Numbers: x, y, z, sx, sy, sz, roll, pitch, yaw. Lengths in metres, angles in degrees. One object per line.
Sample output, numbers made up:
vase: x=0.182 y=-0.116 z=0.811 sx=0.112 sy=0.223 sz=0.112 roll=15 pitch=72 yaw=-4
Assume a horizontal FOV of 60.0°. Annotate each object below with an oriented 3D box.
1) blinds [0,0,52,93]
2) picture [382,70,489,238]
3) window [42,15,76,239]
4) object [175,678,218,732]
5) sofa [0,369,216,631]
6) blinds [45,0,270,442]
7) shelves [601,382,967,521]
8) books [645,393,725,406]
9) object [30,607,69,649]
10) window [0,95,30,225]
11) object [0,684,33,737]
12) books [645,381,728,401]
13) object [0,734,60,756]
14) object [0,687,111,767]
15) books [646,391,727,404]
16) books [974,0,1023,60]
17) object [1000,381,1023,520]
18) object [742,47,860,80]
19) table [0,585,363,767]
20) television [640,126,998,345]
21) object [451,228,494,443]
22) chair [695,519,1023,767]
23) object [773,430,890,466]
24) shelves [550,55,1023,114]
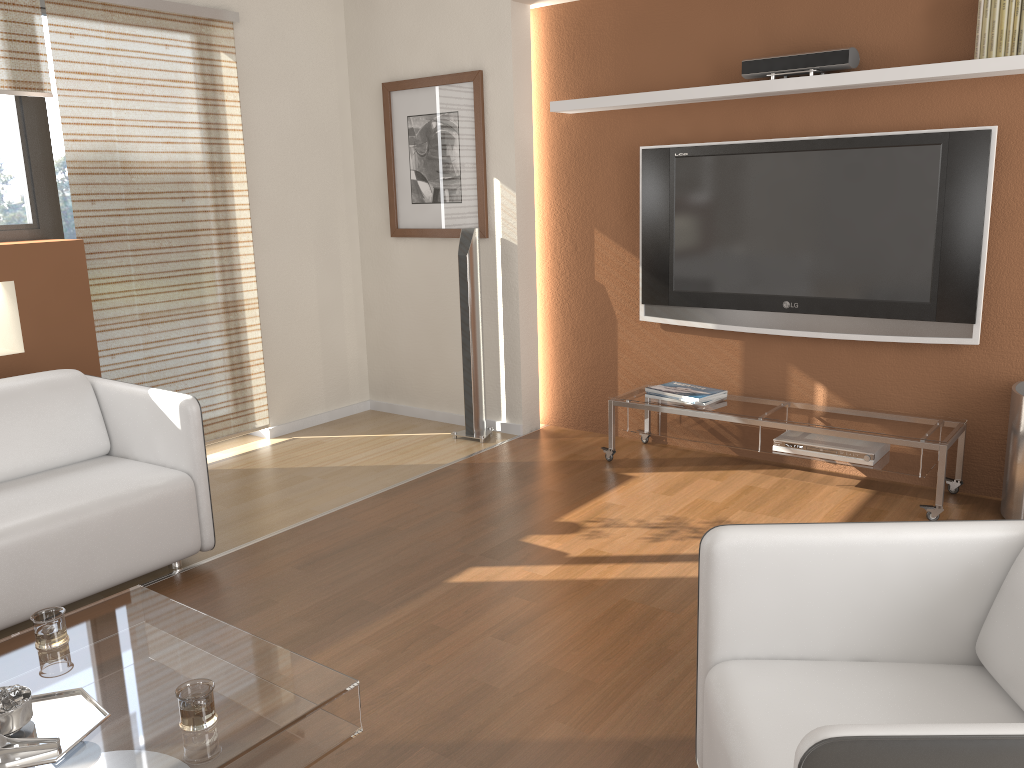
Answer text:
blinds: x=-2.484 y=-1.365 z=3.347 sx=0.001 sy=0.441 sz=1.432 roll=8 pitch=16 yaw=36
picture: x=-0.443 y=-1.277 z=5.030 sx=0.734 sy=0.884 sz=0.025 roll=8 pitch=16 yaw=36
window: x=-1.938 y=-0.763 z=4.655 sx=0.010 sy=2.162 sz=0.889 roll=8 pitch=16 yaw=36
object: x=-0.658 y=0.670 z=1.850 sx=0.079 sy=0.077 sz=0.079 roll=4 pitch=14 yaw=25
sofa: x=-2.166 y=0.486 z=2.718 sx=0.919 sy=0.661 sz=2.238 roll=8 pitch=16 yaw=36
blinds: x=-1.721 y=-0.740 z=4.491 sx=0.001 sy=2.200 sz=0.980 roll=8 pitch=16 yaw=36
shelves: x=1.204 y=0.273 z=4.170 sx=1.617 sy=0.340 sz=0.444 roll=8 pitch=16 yaw=36
books: x=0.857 y=0.056 z=4.371 sx=0.326 sy=0.017 sz=0.228 roll=9 pitch=16 yaw=39
object: x=-1.148 y=0.606 z=2.204 sx=0.079 sy=0.077 sz=0.079 roll=4 pitch=14 yaw=25
window: x=-3.124 y=-0.956 z=3.016 sx=0.010 sy=0.986 sz=2.817 roll=8 pitch=16 yaw=36
object: x=-1.061 y=0.680 z=1.844 sx=0.118 sy=0.079 sz=0.117 roll=10 pitch=17 yaw=43
books: x=0.856 y=0.031 z=4.365 sx=0.228 sy=0.017 sz=0.326 roll=-12 pitch=16 yaw=-40
object: x=-0.982 y=0.717 z=1.769 sx=0.147 sy=0.035 sz=0.051 roll=-4 pitch=13 yaw=-11
object: x=-1.000 y=0.717 z=1.836 sx=0.315 sy=0.011 sz=0.273 roll=10 pitch=17 yaw=43
books: x=0.856 y=0.044 z=4.368 sx=0.228 sy=0.017 sz=0.326 roll=-11 pitch=15 yaw=-35
books: x=1.902 y=-1.393 z=3.414 sx=0.167 sy=0.275 sz=0.195 roll=8 pitch=16 yaw=36
object: x=2.119 y=0.285 z=3.524 sx=0.286 sy=0.518 sz=0.323 roll=8 pitch=15 yaw=36
object: x=1.261 y=-1.395 z=3.898 sx=0.470 sy=0.109 sz=0.182 roll=8 pitch=16 yaw=36
table: x=-0.969 y=0.851 z=1.945 sx=0.900 sy=0.300 sz=0.900 roll=8 pitch=16 yaw=36
television: x=1.314 y=-0.672 z=4.100 sx=1.594 sy=0.900 sz=0.097 roll=8 pitch=16 yaw=36
object: x=-0.216 y=-0.270 z=4.910 sx=0.228 sy=1.165 sz=0.215 roll=6 pitch=15 yaw=31
chair: x=0.853 y=0.670 z=1.573 sx=0.919 sy=0.706 sz=0.767 roll=-1 pitch=12 yaw=2
object: x=1.427 y=0.272 z=3.965 sx=0.435 sy=0.052 sz=0.274 roll=8 pitch=16 yaw=36
shelves: x=1.301 y=-1.314 z=3.892 sx=2.612 sy=0.050 sz=0.200 roll=8 pitch=16 yaw=36
